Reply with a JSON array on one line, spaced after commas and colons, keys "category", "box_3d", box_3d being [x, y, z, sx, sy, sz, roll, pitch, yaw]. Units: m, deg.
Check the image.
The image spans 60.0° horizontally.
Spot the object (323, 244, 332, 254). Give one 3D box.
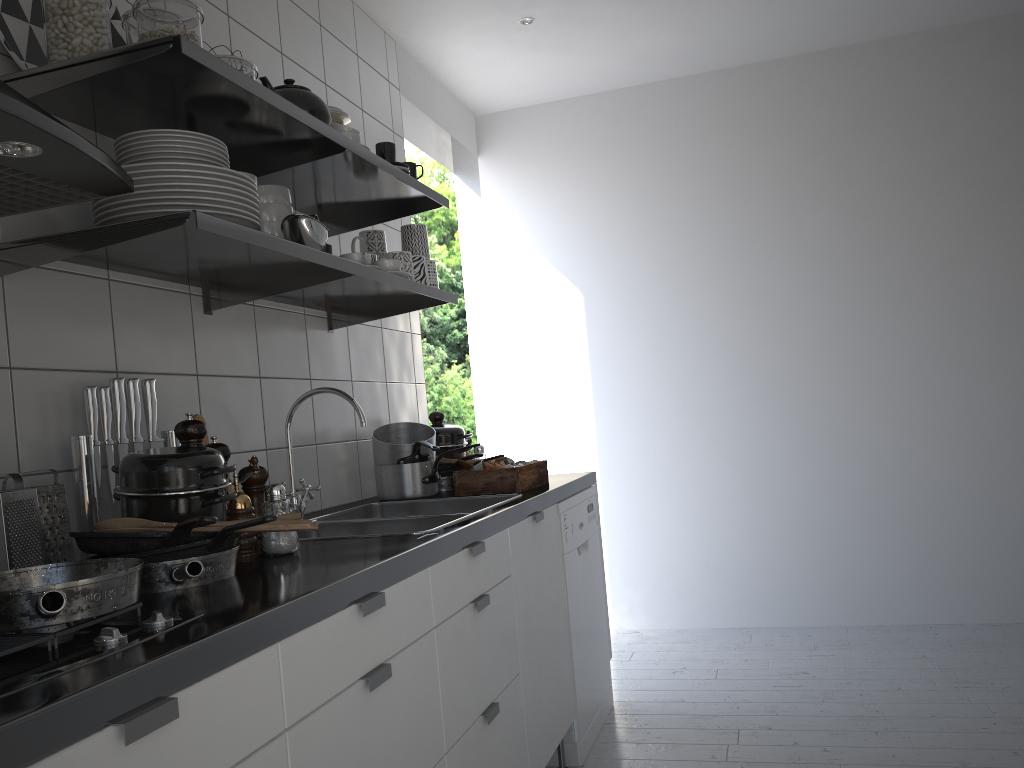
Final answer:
[{"category": "object", "box_3d": [-0.502, -0.322, 2.309, 0.070, 0.078, 0.055, -5, -1, -23]}]

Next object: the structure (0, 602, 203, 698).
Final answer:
[{"category": "structure", "box_3d": [-0.683, 0.304, 0.986, 0.490, 0.029, 0.467, -6, -2, 16]}]

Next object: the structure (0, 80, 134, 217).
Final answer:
[{"category": "structure", "box_3d": [-0.880, -0.836, 1.015, 0.472, 1.092, 0.868, -5, -1, 16]}]

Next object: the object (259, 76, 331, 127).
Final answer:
[{"category": "object", "box_3d": [-0.498, -0.618, 2.015, 0.200, 0.142, 0.178, -4, -2, -32]}]

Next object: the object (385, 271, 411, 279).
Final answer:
[{"category": "object", "box_3d": [-0.325, -0.274, 2.317, 0.121, 0.021, 0.121, -6, -2, 21]}]

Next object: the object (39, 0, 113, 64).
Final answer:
[{"category": "object", "box_3d": [-0.780, -0.624, 1.595, 0.121, 0.171, 0.121, -6, -1, 36]}]

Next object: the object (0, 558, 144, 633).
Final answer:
[{"category": "object", "box_3d": [-0.578, 0.253, 1.048, 0.232, 0.061, 0.352, -5, -2, -5]}]

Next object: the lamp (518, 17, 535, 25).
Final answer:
[{"category": "lamp", "box_3d": [0.056, -1.404, 3.403, 0.064, 0.030, 0.064, -5, -2, 9]}]

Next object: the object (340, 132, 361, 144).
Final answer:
[{"category": "object", "box_3d": [-0.416, -0.596, 2.225, 0.082, 0.050, 0.079, -5, -2, -11]}]

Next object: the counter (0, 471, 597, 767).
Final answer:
[{"category": "counter", "box_3d": [-0.453, 0.352, 1.794, 0.651, 0.045, 3.238, -6, -2, 16]}]

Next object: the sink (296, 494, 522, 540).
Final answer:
[{"category": "sink", "box_3d": [-0.296, 0.385, 2.236, 0.488, 0.111, 0.765, -6, -2, 16]}]

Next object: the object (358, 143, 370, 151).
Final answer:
[{"category": "object", "box_3d": [-0.416, -0.576, 2.224, 0.121, 0.024, 0.121, -5, -2, 12]}]

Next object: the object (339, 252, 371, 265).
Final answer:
[{"category": "object", "box_3d": [-0.386, -0.294, 2.195, 0.083, 0.048, 0.079, -5, -2, 9]}]

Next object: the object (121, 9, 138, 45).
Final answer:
[{"category": "object", "box_3d": [-0.689, -0.627, 1.726, 0.121, 0.171, 0.121, -6, -1, 36]}]

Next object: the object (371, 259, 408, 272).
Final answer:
[{"category": "object", "box_3d": [-0.326, -0.295, 2.316, 0.083, 0.048, 0.079, -6, -2, 29]}]

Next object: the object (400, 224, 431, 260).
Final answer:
[{"category": "object", "box_3d": [-0.272, -0.407, 2.579, 0.108, 0.100, 0.083, -4, -1, -40]}]

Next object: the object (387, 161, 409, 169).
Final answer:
[{"category": "object", "box_3d": [-0.342, -0.583, 2.431, 0.121, 0.023, 0.121, -4, -3, -33]}]

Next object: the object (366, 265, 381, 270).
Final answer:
[{"category": "object", "box_3d": [-0.386, -0.273, 2.195, 0.121, 0.021, 0.121, -6, -2, 14]}]

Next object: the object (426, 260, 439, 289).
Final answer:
[{"category": "object", "box_3d": [-0.256, -0.307, 2.612, 0.083, 0.100, 0.108, -5, -1, 5]}]

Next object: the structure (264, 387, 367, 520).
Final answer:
[{"category": "structure", "box_3d": [-0.510, 0.189, 2.322, 0.274, 0.352, 0.189, -5, -1, -7]}]

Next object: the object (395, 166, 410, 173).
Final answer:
[{"category": "object", "box_3d": [-0.340, -0.573, 2.434, 0.121, 0.023, 0.121, -3, -3, -42]}]

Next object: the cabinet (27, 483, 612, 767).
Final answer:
[{"category": "cabinet", "box_3d": [-0.410, 0.767, 1.792, 0.663, 0.795, 3.237, -5, -2, 16]}]

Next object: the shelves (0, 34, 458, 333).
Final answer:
[{"category": "shelves", "box_3d": [-0.733, -0.452, 1.489, 0.427, 0.512, 2.539, -5, -2, 16]}]

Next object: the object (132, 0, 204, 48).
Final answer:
[{"category": "object", "box_3d": [-0.617, -0.618, 1.604, 0.121, 0.130, 0.121, -5, -1, 2]}]

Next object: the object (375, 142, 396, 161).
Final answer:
[{"category": "object", "box_3d": [-0.349, -0.618, 2.425, 0.055, 0.078, 0.070, -6, -1, 37]}]

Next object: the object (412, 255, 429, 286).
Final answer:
[{"category": "object", "box_3d": [-0.279, -0.308, 2.532, 0.083, 0.100, 0.108, -5, -1, 5]}]

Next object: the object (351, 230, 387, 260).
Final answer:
[{"category": "object", "box_3d": [-0.419, -0.394, 2.597, 0.108, 0.100, 0.083, -5, -1, -15]}]

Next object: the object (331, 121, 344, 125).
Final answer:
[{"category": "object", "box_3d": [-0.522, -0.628, 2.538, 0.185, 0.208, 0.159, -5, -1, 16]}]

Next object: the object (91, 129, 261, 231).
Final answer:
[{"category": "object", "box_3d": [-0.640, -0.357, 1.692, 0.301, 0.195, 0.306, -6, -2, 21]}]

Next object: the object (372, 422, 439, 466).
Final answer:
[{"category": "object", "box_3d": [-0.331, 0.200, 2.731, 0.202, 0.169, 0.371, -5, -2, -7]}]

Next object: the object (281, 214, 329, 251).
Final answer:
[{"category": "object", "box_3d": [-0.461, -0.331, 1.995, 0.102, 0.135, 0.210, -5, -2, -2]}]

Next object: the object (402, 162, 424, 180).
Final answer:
[{"category": "object", "box_3d": [-0.289, -0.584, 2.513, 0.070, 0.077, 0.055, -5, -1, -21]}]

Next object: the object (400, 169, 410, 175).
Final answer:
[{"category": "object", "box_3d": [-0.340, -0.564, 2.432, 0.121, 0.021, 0.121, -6, -2, 21]}]

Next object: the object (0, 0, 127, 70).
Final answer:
[{"category": "object", "box_3d": [-0.887, -0.721, 1.723, 0.053, 0.393, 0.395, -5, -1, 16]}]

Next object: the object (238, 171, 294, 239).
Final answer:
[{"category": "object", "box_3d": [-0.612, -0.357, 2.044, 0.150, 0.216, 0.309, -5, -2, 13]}]

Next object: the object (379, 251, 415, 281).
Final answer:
[{"category": "object", "box_3d": [-0.323, -0.308, 2.438, 0.108, 0.100, 0.083, -5, -1, -15]}]

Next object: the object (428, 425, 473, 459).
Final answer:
[{"category": "object", "box_3d": [-0.247, 0.220, 3.090, 0.197, 0.159, 0.190, -4, -1, -23]}]

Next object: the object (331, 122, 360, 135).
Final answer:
[{"category": "object", "box_3d": [-0.419, -0.625, 2.225, 0.078, 0.067, 0.082, -6, -2, 31]}]

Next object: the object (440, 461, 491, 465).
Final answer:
[{"category": "object", "box_3d": [-0.147, 0.265, 2.977, 0.334, 0.044, 0.064, -4, -2, -17]}]

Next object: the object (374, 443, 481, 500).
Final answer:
[{"category": "object", "box_3d": [-0.261, 0.276, 2.810, 0.348, 0.154, 0.200, -5, -1, 1]}]

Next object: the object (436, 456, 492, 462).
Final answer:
[{"category": "object", "box_3d": [-0.154, 0.260, 2.991, 0.333, 0.061, 0.059, -4, -1, -26]}]

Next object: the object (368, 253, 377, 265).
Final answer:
[{"category": "object", "box_3d": [-0.396, -0.302, 2.439, 0.108, 0.100, 0.083, -4, -1, -40]}]

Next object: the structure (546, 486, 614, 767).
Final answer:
[{"category": "structure", "box_3d": [0.014, 0.780, 2.995, 0.509, 0.791, 0.573, -5, -1, 16]}]

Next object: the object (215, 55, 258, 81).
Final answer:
[{"category": "object", "box_3d": [-0.562, -0.591, 1.752, 0.121, 0.079, 0.121, -5, -2, 2]}]
